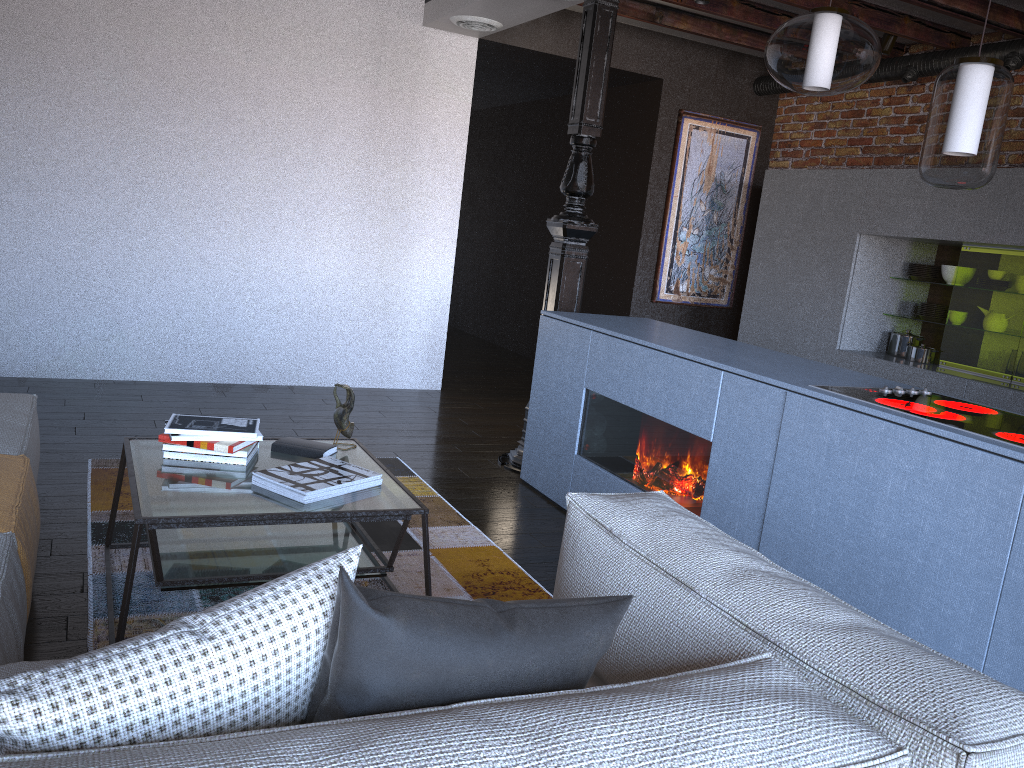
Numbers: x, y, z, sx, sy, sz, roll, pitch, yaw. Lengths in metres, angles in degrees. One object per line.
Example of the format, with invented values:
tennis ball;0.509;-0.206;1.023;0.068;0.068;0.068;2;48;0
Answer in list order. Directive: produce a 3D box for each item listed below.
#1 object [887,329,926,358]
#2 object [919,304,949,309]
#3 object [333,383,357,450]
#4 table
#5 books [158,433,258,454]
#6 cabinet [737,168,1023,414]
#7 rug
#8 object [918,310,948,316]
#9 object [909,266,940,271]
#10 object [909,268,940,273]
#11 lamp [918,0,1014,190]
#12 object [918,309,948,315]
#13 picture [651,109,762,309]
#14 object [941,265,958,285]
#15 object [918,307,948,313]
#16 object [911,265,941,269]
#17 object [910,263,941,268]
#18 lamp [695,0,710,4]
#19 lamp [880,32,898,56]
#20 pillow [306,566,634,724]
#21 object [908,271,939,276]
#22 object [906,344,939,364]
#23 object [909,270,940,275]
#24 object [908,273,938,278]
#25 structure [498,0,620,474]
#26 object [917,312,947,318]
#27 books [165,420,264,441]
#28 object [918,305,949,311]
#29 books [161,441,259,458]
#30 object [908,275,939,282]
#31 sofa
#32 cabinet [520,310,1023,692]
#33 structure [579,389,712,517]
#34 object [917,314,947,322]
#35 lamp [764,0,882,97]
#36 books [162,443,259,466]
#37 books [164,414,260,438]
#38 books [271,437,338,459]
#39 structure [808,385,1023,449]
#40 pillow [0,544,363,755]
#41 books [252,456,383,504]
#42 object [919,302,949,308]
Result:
object;2.476;-0.256;5.575;0.193;0.178;0.208;10;11;15
object;2.608;-0.470;5.480;0.180;0.027;0.180;13;12;31
object;-0.574;0.104;3.003;0.099;0.223;0.093;9;11;13
table;-0.756;0.449;2.684;0.842;0.389;0.847;2;11;-26
books;-0.929;0.165;2.738;0.239;0.023;0.190;8;10;8
cabinet;2.861;-0.164;4.655;0.713;1.810;4.169;2;11;-26
rug;-0.706;0.592;3.119;1.432;0.013;2.361;2;11;-26
object;2.603;-0.428;5.488;0.180;0.027;0.180;13;12;31
object;2.581;-0.712;5.551;0.180;0.027;0.180;13;12;31
object;2.580;-0.702;5.553;0.180;0.027;0.180;13;12;31
lamp;1.276;-1.009;2.370;0.195;0.956;0.197;8;10;4
object;2.604;-0.439;5.486;0.180;0.027;0.180;13;12;31
picture;1.532;-1.347;6.996;0.780;1.472;0.067;2;12;-26
object;2.685;-0.651;5.350;0.191;0.113;0.191;4;11;-18
object;2.606;-0.449;5.484;0.180;0.027;0.180;13;12;31
object;2.583;-0.723;5.549;0.180;0.027;0.180;13;12;31
object;2.584;-0.733;5.547;0.180;0.027;0.180;13;12;31
lamp;1.031;-2.171;4.808;0.121;0.184;0.082;0;12;-34
lamp;2.307;-2.118;5.430;0.116;0.201;0.087;13;12;31
pillow;-0.094;0.413;1.243;0.538;0.417;0.238;-1;13;-36
object;2.578;-0.681;5.556;0.180;0.027;0.180;13;12;31
object;2.473;-0.185;5.355;0.159;0.117;0.172;10;11;15
object;2.579;-0.691;5.554;0.180;0.027;0.180;13;12;31
object;2.576;-0.670;5.558;0.180;0.027;0.180;13;12;31
structure;-2.546;-0.584;1.625;8.512;2.396;0.481;-3;14;-45
object;2.602;-0.418;5.490;0.180;0.027;0.180;13;12;31
books;-0.926;0.144;2.755;0.268;0.014;0.196;2;11;-27
object;2.607;-0.460;5.482;0.180;0.027;0.180;13;12;31
books;-0.933;0.182;2.765;0.251;0.023;0.209;6;10;-7
object;2.575;-0.660;5.560;0.180;0.027;0.180;13;12;31
sofa;-1.032;0.401;2.135;2.536;0.698;3.296;2;11;-26
cabinet;0.984;0.380;3.090;0.607;0.845;2.957;2;11;-26
structure;0.639;0.289;3.533;0.332;0.395;0.942;2;11;-26
object;2.601;-0.407;5.492;0.180;0.027;0.180;13;12;31
lamp;1.034;-1.273;2.854;0.364;0.665;0.364;-3;14;-42
books;-0.935;0.204;2.769;0.247;0.024;0.209;6;10;-7
books;-0.925;0.129;2.752;0.268;0.014;0.196;4;10;-15
books;-0.678;0.208;2.910;0.182;0.029;0.129;9;10;11
structure;1.293;0.102;2.490;0.504;0.057;0.762;2;11;-26
pillow;-0.410;0.410;1.119;0.543;0.402;0.250;-3;14;-43
books;-0.564;0.277;2.588;0.225;0.038;0.308;14;12;33
object;2.609;-0.480;5.478;0.180;0.027;0.180;13;12;31
